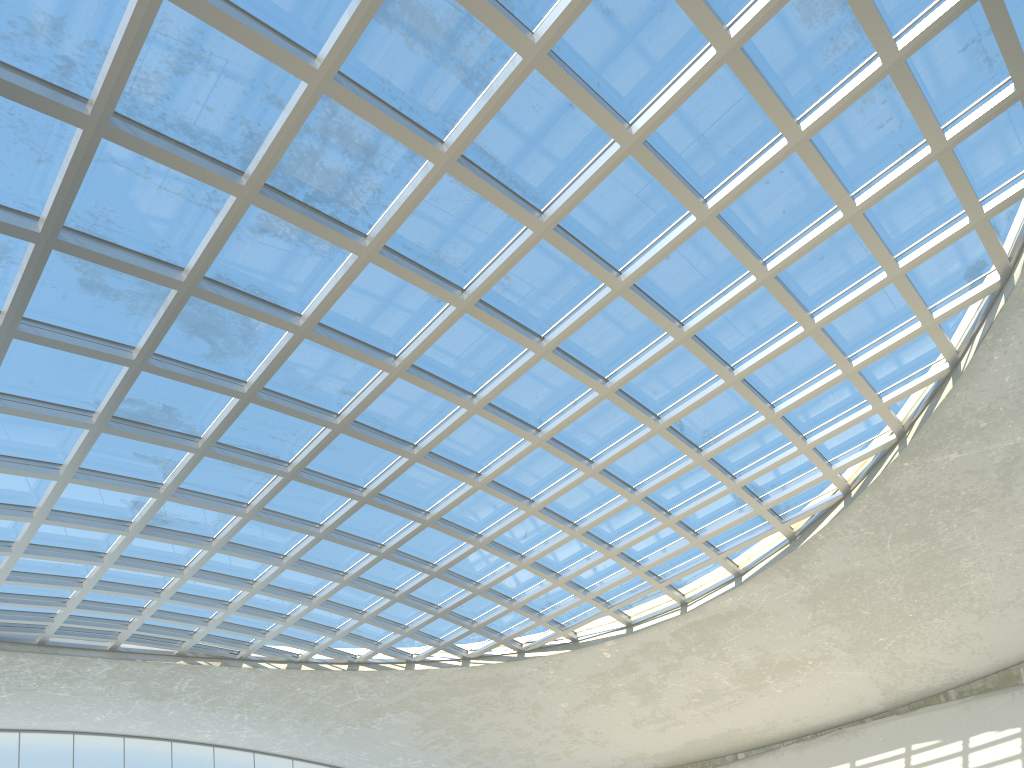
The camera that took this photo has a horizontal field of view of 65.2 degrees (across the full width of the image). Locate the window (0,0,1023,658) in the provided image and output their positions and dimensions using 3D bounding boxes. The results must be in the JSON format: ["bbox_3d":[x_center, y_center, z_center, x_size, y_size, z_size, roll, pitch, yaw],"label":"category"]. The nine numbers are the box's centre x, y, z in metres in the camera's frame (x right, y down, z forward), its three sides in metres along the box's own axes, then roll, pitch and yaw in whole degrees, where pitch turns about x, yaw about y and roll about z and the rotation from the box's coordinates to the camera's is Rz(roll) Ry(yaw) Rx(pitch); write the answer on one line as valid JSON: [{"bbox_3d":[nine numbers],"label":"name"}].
[{"bbox_3d":[-11.763,5.282,44.340,83.175,9.696,86.384,25,-46,-37],"label":"window"}]
